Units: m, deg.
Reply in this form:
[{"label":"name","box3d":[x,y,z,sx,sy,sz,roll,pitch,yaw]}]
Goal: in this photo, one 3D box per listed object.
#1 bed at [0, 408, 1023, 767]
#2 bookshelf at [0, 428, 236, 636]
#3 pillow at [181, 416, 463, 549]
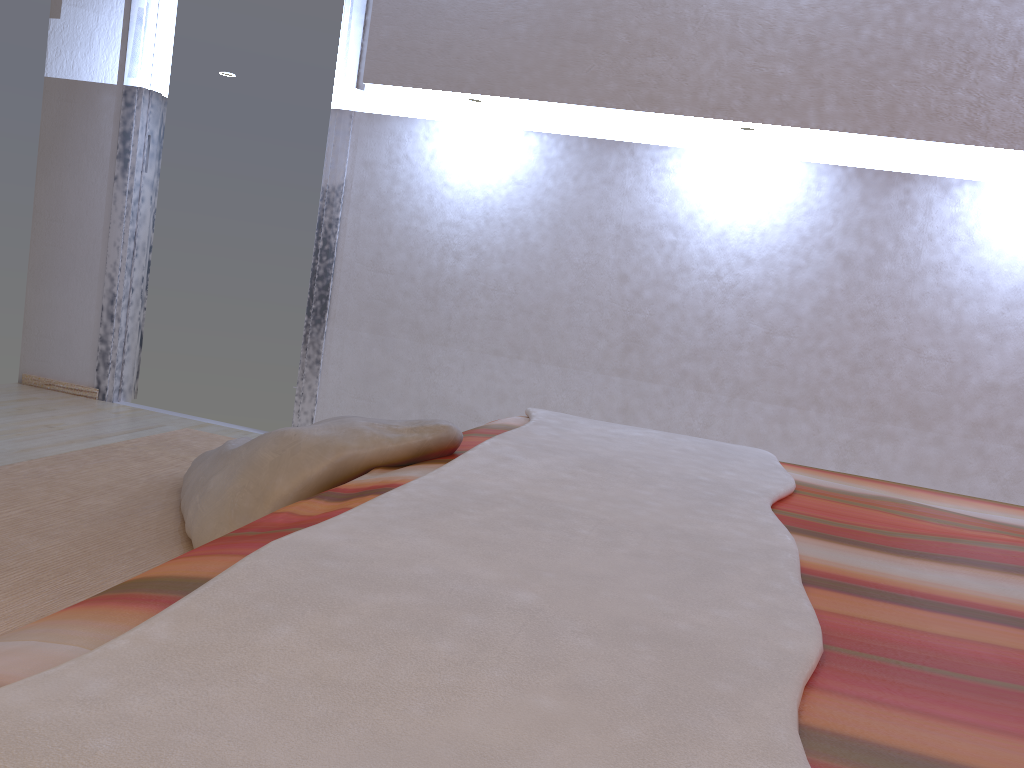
[{"label":"bed","box3d":[1.111,0.351,0.876,3.009,0.994,2.087,10,7,14]},{"label":"bookshelf","box3d":[-0.685,0.368,1.351,0.643,0.303,1.495,10,7,14]},{"label":"pillow","box3d":[-0.326,0.128,1.568,0.470,0.241,0.498,6,7,-21]}]
